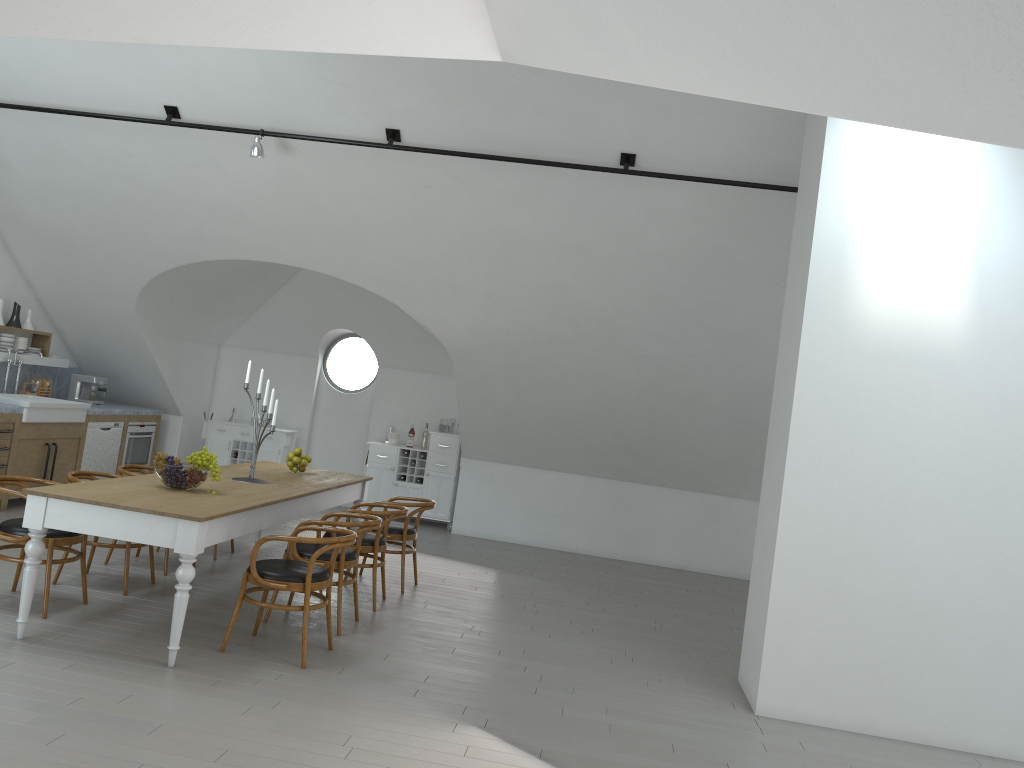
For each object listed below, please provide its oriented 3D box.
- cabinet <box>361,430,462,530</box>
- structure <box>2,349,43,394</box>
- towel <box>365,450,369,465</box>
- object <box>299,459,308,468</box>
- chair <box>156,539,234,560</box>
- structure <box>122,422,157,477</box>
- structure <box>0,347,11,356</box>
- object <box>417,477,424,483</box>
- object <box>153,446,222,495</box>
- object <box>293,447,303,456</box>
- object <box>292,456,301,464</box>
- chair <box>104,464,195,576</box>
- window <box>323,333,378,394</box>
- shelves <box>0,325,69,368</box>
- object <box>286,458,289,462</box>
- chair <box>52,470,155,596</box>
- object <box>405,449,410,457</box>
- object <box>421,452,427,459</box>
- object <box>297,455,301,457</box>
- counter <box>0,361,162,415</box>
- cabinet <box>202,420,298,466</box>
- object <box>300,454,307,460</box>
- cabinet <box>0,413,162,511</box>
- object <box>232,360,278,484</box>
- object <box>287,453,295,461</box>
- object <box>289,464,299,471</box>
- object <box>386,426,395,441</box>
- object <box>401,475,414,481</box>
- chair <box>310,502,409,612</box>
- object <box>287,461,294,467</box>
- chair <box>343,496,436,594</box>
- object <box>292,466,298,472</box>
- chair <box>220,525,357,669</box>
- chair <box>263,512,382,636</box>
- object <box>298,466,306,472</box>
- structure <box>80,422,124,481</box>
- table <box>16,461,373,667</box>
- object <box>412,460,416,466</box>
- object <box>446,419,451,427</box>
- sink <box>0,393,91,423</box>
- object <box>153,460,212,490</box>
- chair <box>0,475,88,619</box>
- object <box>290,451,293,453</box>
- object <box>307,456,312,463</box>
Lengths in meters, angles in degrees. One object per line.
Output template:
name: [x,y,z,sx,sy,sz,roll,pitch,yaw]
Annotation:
cabinet: [-1.226,1.142,11.130,1.243,1.156,0.608,8,-3,7]
structure: [-5.011,-0.087,9.110,0.332,0.530,0.214,9,-3,-13]
towel: [-1.813,0.923,11.262,0.049,0.204,0.149,8,-3,7]
object: [-1.717,0.653,7.302,0.071,0.072,0.070,9,-3,-29]
chair: [-2.687,1.059,7.558,0.621,0.736,0.526,8,-3,3]
structure: [-4.662,0.722,10.427,0.631,0.637,0.631,8,-2,7]
structure: [-5.063,-0.107,8.626,0.332,0.530,0.214,9,-3,-13]
object: [-1.131,1.197,11.057,0.081,0.081,0.358,8,-2,4]
object: [-2.024,0.516,5.506,0.393,0.285,0.292,9,-3,-29]
object: [-1.771,0.561,7.336,0.072,0.074,0.072,8,-2,7]
object: [-1.764,0.625,7.268,0.071,0.064,0.072,8,-2,0]
chair: [-2.775,1.028,6.842,0.622,0.736,0.526,8,-3,10]
window: [-2.116,-0.270,11.803,0.900,0.901,0.060,8,-3,7]
shelves: [-5.208,-0.965,7.341,0.480,1.363,5.542,8,-2,1]
object: [-1.845,0.629,7.365,0.062,0.059,0.062,7,-2,11]
chair: [-2.795,1.006,6.113,0.621,0.736,0.526,8,-3,3]
object: [-1.289,0.864,11.101,0.093,0.094,0.358,8,-2,7]
object: [-1.086,0.896,11.068,0.088,0.085,0.359,8,-2,7]
object: [-1.781,0.609,7.373,0.053,0.051,0.053,9,-3,-22]
counter: [-5.045,-0.119,7.775,0.962,0.620,6.564,8,-2,7]
cabinet: [-3.351,0.915,11.187,1.135,0.790,0.496,8,-3,7]
object: [-1.723,0.608,7.335,0.058,0.057,0.053,7,-3,21]
cabinet: [-5.145,0.693,7.653,1.004,1.023,6.417,8,-2,7]
object: [-1.853,0.268,6.501,0.265,0.876,0.775,9,-3,-19]
object: [-1.821,0.601,7.311,0.066,0.071,0.072,9,-3,-24]
object: [-1.813,0.684,7.356,0.080,0.074,0.078,10,-3,-38]
object: [-1.558,0.639,11.379,0.115,0.209,0.065,7,-3,9]
object: [-1.301,1.171,11.084,0.156,0.085,0.330,8,-2,8]
chair: [-1.125,1.252,6.596,0.621,0.736,0.526,8,-3,2]
object: [-1.821,0.656,7.285,0.059,0.056,0.059,8,-2,1]
chair: [-0.979,1.291,7.305,0.622,0.736,0.526,8,-3,9]
object: [-1.782,0.701,7.297,0.050,0.050,0.051,8,-2,10]
chair: [-1.258,1.195,5.151,0.622,0.736,0.526,7,-3,10]
chair: [-1.219,1.219,5.877,0.621,0.736,0.526,8,-3,7]
object: [-1.741,0.701,7.354,0.063,0.063,0.063,7,-2,18]
structure: [-4.761,0.785,9.673,0.599,0.824,0.723,8,-2,7]
table: [-1.976,1.089,6.287,1.019,0.800,3.343,8,-2,7]
object: [-1.204,0.988,11.090,0.085,0.085,0.330,8,-2,6]
object: [-0.816,0.531,11.211,0.054,0.179,0.054,8,-3,1]
sink: [-4.806,0.238,8.782,0.727,0.202,1.019,8,-2,7]
object: [-2.057,0.575,5.520,0.359,0.160,0.360,8,-2,-13]
chair: [-2.933,0.968,5.402,0.621,0.736,0.526,8,-3,7]
object: [-1.824,0.587,7.398,0.062,0.060,0.062,8,-2,7]
object: [-1.698,0.629,7.383,0.063,0.063,0.062,9,-3,-31]
